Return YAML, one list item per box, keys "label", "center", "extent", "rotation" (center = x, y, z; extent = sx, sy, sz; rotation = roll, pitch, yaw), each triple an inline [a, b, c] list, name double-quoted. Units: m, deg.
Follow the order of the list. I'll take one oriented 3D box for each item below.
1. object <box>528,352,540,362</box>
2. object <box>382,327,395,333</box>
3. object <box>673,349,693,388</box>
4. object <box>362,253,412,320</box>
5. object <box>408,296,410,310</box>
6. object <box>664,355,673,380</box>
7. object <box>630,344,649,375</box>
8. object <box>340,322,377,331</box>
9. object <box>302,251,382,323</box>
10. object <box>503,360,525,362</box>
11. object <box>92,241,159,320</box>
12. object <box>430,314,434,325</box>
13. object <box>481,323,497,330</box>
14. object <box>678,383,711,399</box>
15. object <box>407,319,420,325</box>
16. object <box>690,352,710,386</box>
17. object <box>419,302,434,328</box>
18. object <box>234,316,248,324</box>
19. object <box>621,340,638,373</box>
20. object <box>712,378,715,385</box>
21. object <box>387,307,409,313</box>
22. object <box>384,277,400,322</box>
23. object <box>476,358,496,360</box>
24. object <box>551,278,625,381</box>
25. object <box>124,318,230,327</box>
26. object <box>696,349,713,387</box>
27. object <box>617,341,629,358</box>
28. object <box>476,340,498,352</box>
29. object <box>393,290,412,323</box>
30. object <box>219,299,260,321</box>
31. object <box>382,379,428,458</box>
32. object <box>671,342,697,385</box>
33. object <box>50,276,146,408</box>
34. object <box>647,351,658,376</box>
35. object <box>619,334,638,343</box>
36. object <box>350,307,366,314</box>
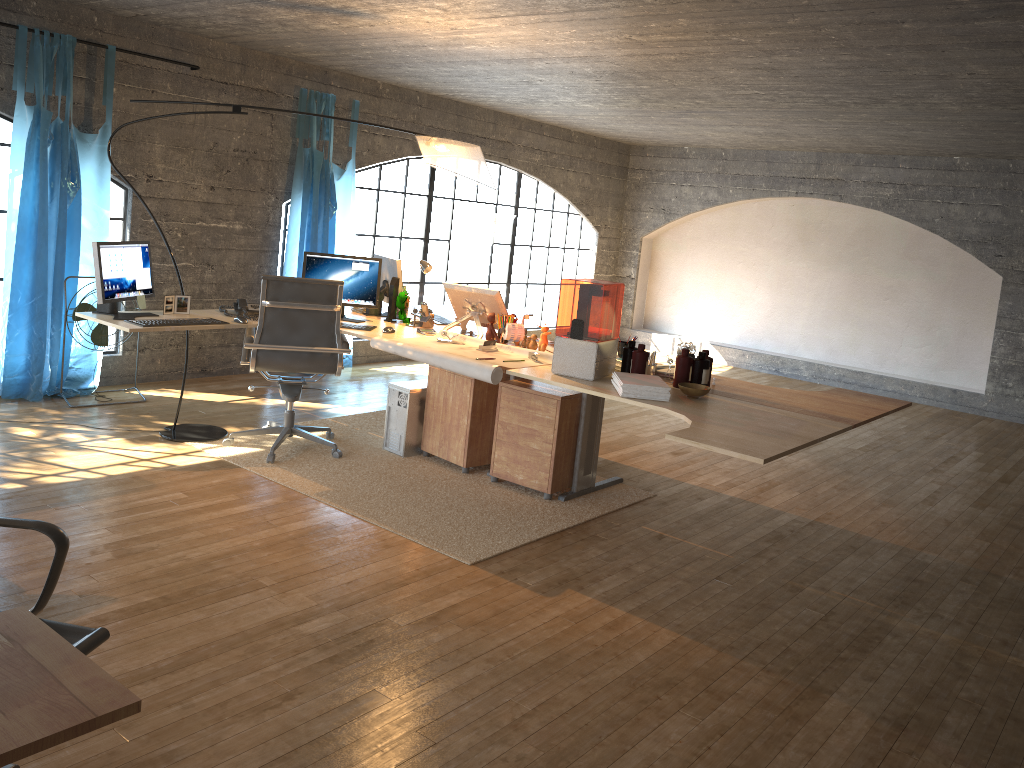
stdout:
- label: "object"
  center: [0.113, -0.144, 4.575]
  extent: [0.022, 0.042, 0.136]
  rotation: [4, 10, -15]
- label: "object"
  center: [-0.702, -0.309, 5.025]
  extent: [0.059, 0.033, 0.102]
  rotation: [8, 10, 12]
- label: "object"
  center: [0.815, -0.074, 4.200]
  extent: [0.079, 0.185, 0.080]
  rotation: [2, 7, -35]
- label: "object"
  center: [-0.805, -0.634, 5.736]
  extent: [0.285, 0.387, 0.476]
  rotation: [2, 9, -27]
- label: "object"
  center: [-0.749, -0.566, 6.174]
  extent: [0.083, 0.099, 0.110]
  rotation: [-1, 11, -41]
- label: "object"
  center: [0.782, -0.081, 4.405]
  extent: [0.037, 0.119, 0.075]
  rotation: [7, 7, 11]
- label: "object"
  center: [0.609, -0.098, 4.211]
  extent: [0.079, 0.185, 0.080]
  rotation: [2, 7, -35]
- label: "object"
  center: [-1.039, -0.347, 5.097]
  extent: [0.490, 0.011, 0.189]
  rotation: [6, 11, 3]
- label: "object"
  center: [-1.042, -0.590, 5.369]
  extent: [0.469, 0.387, 0.289]
  rotation: [4, 7, -12]
- label: "object"
  center: [0.010, -0.117, 4.467]
  extent: [0.147, 0.007, 0.008]
  rotation: [-4, 13, -43]
- label: "object"
  center: [-2.025, -0.551, 4.614]
  extent: [0.286, 0.386, 0.475]
  rotation: [7, 9, 7]
- label: "object"
  center: [-0.499, -0.397, 5.478]
  extent: [0.035, 0.078, 0.099]
  rotation: [5, 9, -5]
- label: "object"
  center: [-0.125, -0.305, 6.047]
  extent: [0.299, 0.239, 0.372]
  rotation: [4, 9, -12]
- label: "object"
  center: [0.819, 0.036, 3.977]
  extent: [0.147, 0.054, 0.148]
  rotation: [8, 10, 14]
- label: "object"
  center: [-0.592, -0.389, 5.522]
  extent: [0.133, 0.026, 0.132]
  rotation: [14, 13, 37]
- label: "object"
  center: [0.886, -0.059, 4.159]
  extent: [0.079, 0.185, 0.080]
  rotation: [0, 9, -45]
- label: "object"
  center: [-0.527, -0.425, 5.396]
  extent: [0.083, 0.158, 0.085]
  rotation: [9, 7, 26]
- label: "object"
  center: [-1.476, -0.350, 4.813]
  extent: [0.059, 0.033, 0.102]
  rotation: [-2, 13, -42]
- label: "object"
  center: [0.577, -0.119, 4.305]
  extent: [0.079, 0.185, 0.080]
  rotation: [0, 9, -45]
- label: "object"
  center: [1.006, -0.014, 4.397]
  extent: [0.017, 0.037, 0.017]
  rotation: [5, 6, -7]
- label: "object"
  center: [-0.774, -0.520, 6.037]
  extent: [0.135, 0.056, 0.157]
  rotation: [-1, 12, -36]
- label: "object"
  center: [-0.746, -0.527, 5.499]
  extent: [0.085, 0.275, 0.086]
  rotation: [5, 6, -6]
- label: "object"
  center: [-0.130, -0.125, 4.431]
  extent: [0.125, 0.009, 0.012]
  rotation: [-3, 12, -39]
- label: "object"
  center: [0.371, -0.274, 4.281]
  extent: [0.224, 0.454, 0.271]
  rotation: [9, 7, 27]
- label: "object"
  center: [-1.730, -0.322, 4.578]
  extent: [0.189, 0.011, 0.492]
  rotation: [14, 13, 36]
- label: "object"
  center: [0.923, -0.072, 4.251]
  extent: [0.079, 0.185, 0.080]
  rotation: [0, 9, -45]
- label: "object"
  center: [0.574, -0.173, 4.507]
  extent: [0.077, 0.081, 0.077]
  rotation: [8, 8, 17]
- label: "object"
  center: [-0.133, -0.209, 4.746]
  extent: [0.049, 0.055, 0.130]
  rotation: [12, 11, 37]
- label: "object"
  center: [-0.682, -0.491, 5.495]
  extent: [0.115, 0.218, 0.249]
  rotation: [6, 8, -3]
- label: "object"
  center: [-1.536, -0.432, 5.085]
  extent: [0.278, 0.080, 0.417]
  rotation: [2, 11, -20]
- label: "object"
  center: [-0.520, 0.198, 5.361]
  extent: [0.202, 0.407, 0.481]
  rotation: [12, 10, 42]
- label: "object"
  center: [0.839, -0.098, 4.287]
  extent: [0.095, 0.212, 0.098]
  rotation: [10, 8, 35]
- label: "object"
  center: [-2.741, -0.316, 5.813]
  extent: [0.587, 0.794, 0.490]
  rotation: [13, 9, 42]
- label: "object"
  center: [0.699, -0.097, 4.421]
  extent: [0.039, 0.127, 0.134]
  rotation: [10, 9, 32]
- label: "object"
  center: [0.598, -0.218, 4.513]
  extent: [0.076, 0.101, 0.154]
  rotation: [3, 9, -23]
- label: "object"
  center: [-0.963, -0.493, 5.840]
  extent: [0.206, 0.036, 0.205]
  rotation: [13, 13, 35]
